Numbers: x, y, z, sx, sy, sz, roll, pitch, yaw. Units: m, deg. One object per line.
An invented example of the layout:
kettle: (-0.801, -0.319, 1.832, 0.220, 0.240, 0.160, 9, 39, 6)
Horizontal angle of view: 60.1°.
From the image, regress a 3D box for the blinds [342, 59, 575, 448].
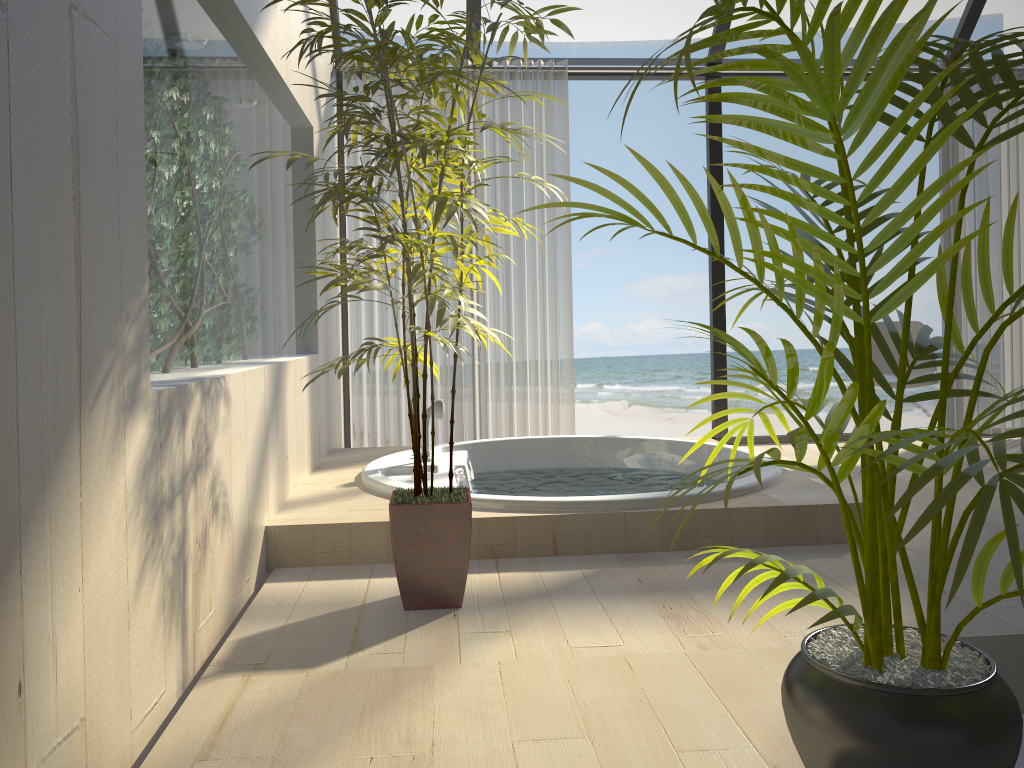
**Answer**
blinds: (-0.275, -0.679, 4.698, 1.183, 2.069, 0.084, -1, 0, -5)

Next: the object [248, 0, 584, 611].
object: (-0.283, -0.320, 2.248, 0.786, 1.755, 0.936, -1, 1, 20)

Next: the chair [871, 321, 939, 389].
chair: (1.976, -0.149, 4.535, 0.369, 0.347, 0.455, 0, 3, 24)

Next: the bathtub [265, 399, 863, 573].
bathtub: (0.121, 0.407, 3.471, 1.821, 0.698, 1.650, -1, 3, -5)

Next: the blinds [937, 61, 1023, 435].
blinds: (2.968, -0.766, 4.965, 1.183, 2.069, 0.084, -1, 0, -5)

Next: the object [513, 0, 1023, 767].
object: (0.561, -0.072, 1.235, 1.065, 1.344, 0.874, -2, 1, -16)

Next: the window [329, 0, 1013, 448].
window: (1.364, -1.052, 4.638, 4.560, 2.812, 0.745, -1, 1, -5)
